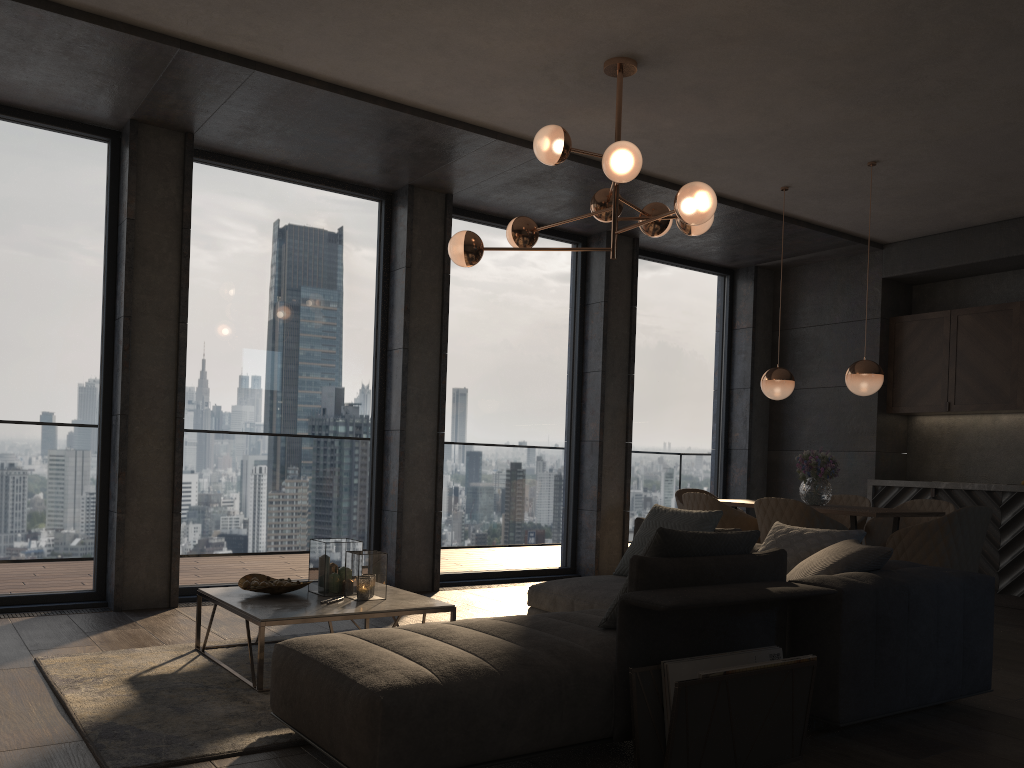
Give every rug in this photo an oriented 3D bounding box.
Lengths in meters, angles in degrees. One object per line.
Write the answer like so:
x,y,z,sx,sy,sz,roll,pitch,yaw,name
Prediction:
-0.429,1.354,4.282,3.151,0.020,1.731,6,-6,-35,rug

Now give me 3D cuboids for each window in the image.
-0.814,0.071,6.812,7.283,2.998,0.199,5,-2,-35,window

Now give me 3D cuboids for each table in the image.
2.065,1.224,6.109,0.770,0.768,1.468,4,-4,-35,table
-0.911,1.174,4.236,0.933,0.308,0.931,5,-6,-35,table

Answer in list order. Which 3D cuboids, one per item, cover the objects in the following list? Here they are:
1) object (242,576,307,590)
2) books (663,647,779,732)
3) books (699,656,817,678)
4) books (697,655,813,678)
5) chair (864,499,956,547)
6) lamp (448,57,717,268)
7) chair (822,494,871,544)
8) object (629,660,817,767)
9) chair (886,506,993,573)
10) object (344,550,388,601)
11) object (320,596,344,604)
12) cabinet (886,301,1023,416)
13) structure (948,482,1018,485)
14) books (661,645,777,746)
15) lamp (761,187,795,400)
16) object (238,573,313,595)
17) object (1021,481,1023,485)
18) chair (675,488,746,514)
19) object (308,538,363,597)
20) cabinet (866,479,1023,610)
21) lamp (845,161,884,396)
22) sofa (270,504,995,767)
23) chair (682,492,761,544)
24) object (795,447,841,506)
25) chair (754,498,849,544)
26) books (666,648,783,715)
-1.144,0.973,4.248,0.277,0.072,0.325,-3,-7,44,object
0.736,1.100,3.002,0.569,0.354,0.068,5,-1,-35,books
0.793,1.093,2.904,0.569,0.355,0.064,4,-1,-35,books
0.792,1.094,2.919,0.569,0.355,0.064,4,-1,-35,books
2.749,1.214,6.113,0.511,0.835,0.555,3,-2,-35,chair
0.509,-1.112,4.655,1.463,1.037,1.018,0,-3,31,lamp
2.396,1.251,6.660,0.511,0.835,0.555,3,-2,-40,chair
0.703,1.101,2.918,0.669,0.351,0.216,5,-3,-35,object
2.569,1.139,5.340,0.556,0.835,0.510,3,-2,-30,chair
-0.699,0.916,4.229,0.150,0.220,0.148,3,-2,-35,object
-0.829,1.004,4.103,0.046,0.012,0.182,1,-5,16,object
4.497,-0.244,6.672,0.370,0.863,3.396,2,-4,-35,cabinet
3.903,0.830,7.299,0.505,0.017,0.611,5,-6,-35,structure
0.730,1.100,3.016,0.569,0.355,0.062,4,-1,-35,books
1.952,-0.654,6.413,0.239,1.543,0.239,2,0,-29,lamp
-1.138,0.972,4.254,0.347,0.084,0.348,-1,-6,33,object
4.125,0.771,6.870,0.301,0.054,0.071,1,-3,6,object
1.544,1.240,6.863,0.556,0.835,0.510,3,-2,-30,chair
-0.872,0.901,4.361,0.197,0.261,0.199,3,-2,-35,object
4.350,1.254,6.610,0.602,0.948,3.395,3,-4,-35,cabinet
2.352,-0.691,5.838,0.239,1.543,0.239,2,0,31,lamp
0.399,0.956,3.844,2.918,0.783,2.025,5,-6,-35,sofa
1.439,1.160,6.014,0.511,0.835,0.555,3,-2,-25,chair
2.116,0.637,6.115,0.298,0.408,0.329,1,-2,26,object
1.791,1.128,5.514,0.511,0.835,0.555,3,-2,-40,chair
0.746,1.100,2.985,0.569,0.353,0.079,5,-2,-35,books
